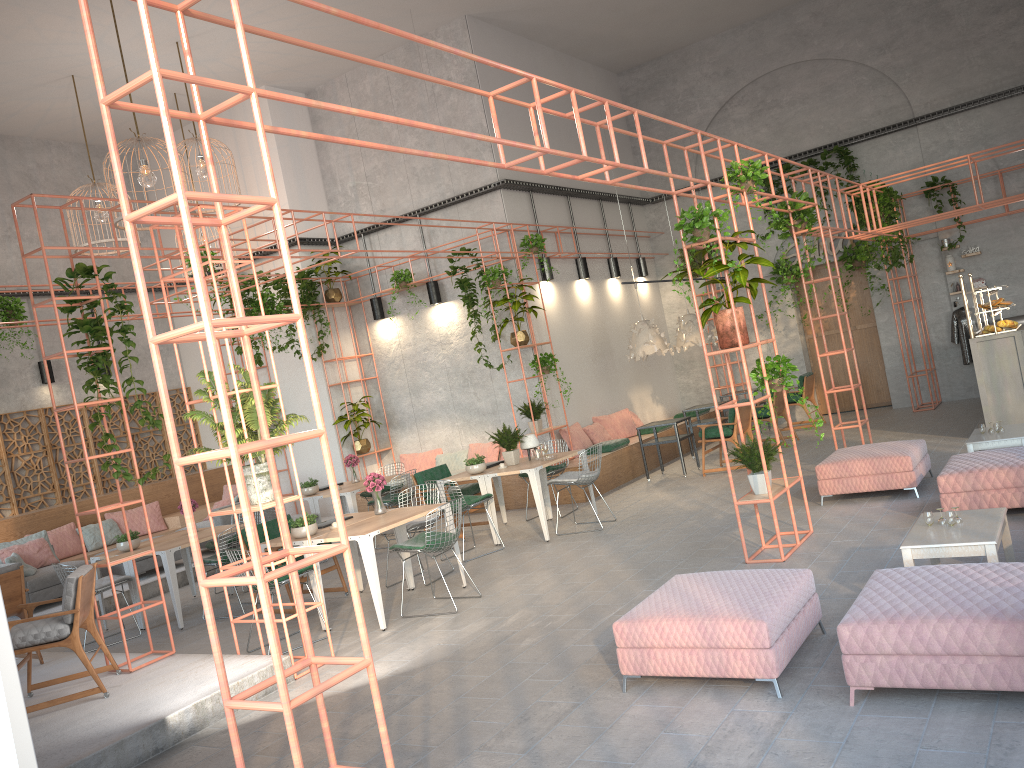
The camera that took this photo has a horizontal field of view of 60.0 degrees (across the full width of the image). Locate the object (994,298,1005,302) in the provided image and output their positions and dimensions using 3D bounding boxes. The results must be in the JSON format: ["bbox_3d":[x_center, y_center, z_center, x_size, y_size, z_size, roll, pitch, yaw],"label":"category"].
[{"bbox_3d":[6.024,-1.015,10.981,0.149,0.081,0.088,-11,1,18],"label":"object"}]

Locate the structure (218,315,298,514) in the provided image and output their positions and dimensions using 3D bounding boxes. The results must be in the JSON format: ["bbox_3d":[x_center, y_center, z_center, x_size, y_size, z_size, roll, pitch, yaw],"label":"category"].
[{"bbox_3d":[-4.361,0.615,15.145,0.624,3.596,0.424,-11,1,33],"label":"structure"}]

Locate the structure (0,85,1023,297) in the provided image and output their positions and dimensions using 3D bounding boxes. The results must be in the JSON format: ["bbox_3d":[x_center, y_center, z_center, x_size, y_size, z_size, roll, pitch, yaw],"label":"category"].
[{"bbox_3d":[-0.847,-2.780,10.869,15.603,0.110,15.203,-11,1,33],"label":"structure"}]

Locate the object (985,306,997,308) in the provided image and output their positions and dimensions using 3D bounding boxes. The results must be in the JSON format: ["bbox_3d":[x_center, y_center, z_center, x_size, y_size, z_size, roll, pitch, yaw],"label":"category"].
[{"bbox_3d":[5.885,-0.952,10.908,0.146,0.064,0.101,-11,1,29],"label":"object"}]

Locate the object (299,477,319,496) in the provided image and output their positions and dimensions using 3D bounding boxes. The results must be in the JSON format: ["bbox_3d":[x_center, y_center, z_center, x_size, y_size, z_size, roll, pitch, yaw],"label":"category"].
[{"bbox_3d":[-2.749,1.386,12.021,0.248,0.247,0.254,-11,1,33],"label":"object"}]

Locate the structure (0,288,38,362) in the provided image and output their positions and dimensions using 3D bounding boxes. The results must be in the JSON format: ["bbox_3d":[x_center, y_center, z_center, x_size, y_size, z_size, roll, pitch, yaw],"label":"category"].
[{"bbox_3d":[-7.580,-0.914,12.691,0.670,1.290,1.434,-11,1,33],"label":"structure"}]

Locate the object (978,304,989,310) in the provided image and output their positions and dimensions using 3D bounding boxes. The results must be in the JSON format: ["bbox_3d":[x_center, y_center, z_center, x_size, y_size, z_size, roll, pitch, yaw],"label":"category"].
[{"bbox_3d":[5.822,-0.953,10.959,0.111,0.092,0.098,-11,1,33],"label":"object"}]

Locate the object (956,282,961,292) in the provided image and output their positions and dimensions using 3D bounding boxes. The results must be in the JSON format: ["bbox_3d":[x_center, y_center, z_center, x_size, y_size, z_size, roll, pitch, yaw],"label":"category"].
[{"bbox_3d":[7.353,-1.601,14.619,0.063,0.151,0.063,-11,1,20],"label":"object"}]

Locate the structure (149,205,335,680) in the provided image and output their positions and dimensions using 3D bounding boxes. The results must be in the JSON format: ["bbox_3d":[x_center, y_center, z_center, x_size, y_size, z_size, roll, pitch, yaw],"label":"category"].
[{"bbox_3d":[-2.104,0.463,6.922,0.624,3.602,0.424,-11,1,33],"label":"structure"}]

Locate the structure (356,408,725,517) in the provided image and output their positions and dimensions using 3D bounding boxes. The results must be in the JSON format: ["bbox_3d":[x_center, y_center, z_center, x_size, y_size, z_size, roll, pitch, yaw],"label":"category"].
[{"bbox_3d":[0.733,1.371,15.717,4.386,0.500,5.831,-11,1,33],"label":"structure"}]

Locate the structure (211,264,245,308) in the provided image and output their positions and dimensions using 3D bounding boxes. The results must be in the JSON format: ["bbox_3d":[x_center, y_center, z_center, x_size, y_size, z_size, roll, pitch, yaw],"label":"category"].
[{"bbox_3d":[-4.843,-1.677,14.962,0.903,0.803,0.934,-11,1,5],"label":"structure"}]

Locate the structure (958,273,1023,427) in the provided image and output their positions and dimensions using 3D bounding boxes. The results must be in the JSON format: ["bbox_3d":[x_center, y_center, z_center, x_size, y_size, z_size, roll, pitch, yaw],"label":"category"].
[{"bbox_3d":[7.678,-0.763,11.637,2.579,2.022,4.057,-11,1,33],"label":"structure"}]

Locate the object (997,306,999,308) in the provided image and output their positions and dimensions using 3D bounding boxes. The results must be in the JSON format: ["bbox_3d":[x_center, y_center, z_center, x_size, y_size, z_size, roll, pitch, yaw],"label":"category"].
[{"bbox_3d":[5.953,-0.960,10.990,0.148,0.053,0.104,-11,1,32],"label":"object"}]

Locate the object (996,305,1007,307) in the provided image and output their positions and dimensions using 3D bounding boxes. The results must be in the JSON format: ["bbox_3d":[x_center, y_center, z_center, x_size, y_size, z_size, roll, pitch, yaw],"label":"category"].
[{"bbox_3d":[5.977,-0.963,10.858,0.151,0.052,0.097,-11,1,36],"label":"object"}]

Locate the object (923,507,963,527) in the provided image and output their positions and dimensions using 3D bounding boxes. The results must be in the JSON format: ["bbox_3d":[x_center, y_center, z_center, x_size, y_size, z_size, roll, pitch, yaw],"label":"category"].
[{"bbox_3d":[2.716,0.862,5.580,0.156,0.145,0.199,-12,1,-42],"label":"object"}]

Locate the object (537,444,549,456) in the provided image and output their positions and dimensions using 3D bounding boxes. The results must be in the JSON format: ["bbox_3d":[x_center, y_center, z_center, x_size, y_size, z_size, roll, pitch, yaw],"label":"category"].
[{"bbox_3d":[0.391,0.814,10.807,0.165,0.154,0.210,-11,1,23],"label":"object"}]

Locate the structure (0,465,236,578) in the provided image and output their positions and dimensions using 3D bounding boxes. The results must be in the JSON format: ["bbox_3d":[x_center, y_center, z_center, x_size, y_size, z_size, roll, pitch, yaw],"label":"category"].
[{"bbox_3d":[-6.584,2.379,11.739,3.396,1.111,9.152,-11,1,33],"label":"structure"}]

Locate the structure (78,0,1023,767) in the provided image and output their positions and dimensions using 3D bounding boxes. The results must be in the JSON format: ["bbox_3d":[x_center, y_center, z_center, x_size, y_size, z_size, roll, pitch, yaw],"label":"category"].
[{"bbox_3d":[4.182,-0.841,8.243,4.157,4.247,14.689,-11,1,33],"label":"structure"}]

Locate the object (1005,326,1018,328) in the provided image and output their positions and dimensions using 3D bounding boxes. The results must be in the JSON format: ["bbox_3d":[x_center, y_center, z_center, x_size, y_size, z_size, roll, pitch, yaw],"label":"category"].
[{"bbox_3d":[6.105,-0.725,10.925,0.090,0.110,0.232,-12,1,-36],"label":"object"}]

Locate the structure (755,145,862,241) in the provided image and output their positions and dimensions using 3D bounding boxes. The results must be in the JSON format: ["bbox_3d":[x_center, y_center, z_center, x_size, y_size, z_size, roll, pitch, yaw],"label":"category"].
[{"bbox_3d":[5.231,-3.275,15.742,1.939,1.514,0.856,-11,1,27],"label":"structure"}]

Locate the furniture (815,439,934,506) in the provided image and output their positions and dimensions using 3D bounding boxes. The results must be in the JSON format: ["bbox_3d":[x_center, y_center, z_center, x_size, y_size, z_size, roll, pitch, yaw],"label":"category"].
[{"bbox_3d":[3.702,0.876,9.068,0.941,0.446,0.976,-11,1,33],"label":"furniture"}]

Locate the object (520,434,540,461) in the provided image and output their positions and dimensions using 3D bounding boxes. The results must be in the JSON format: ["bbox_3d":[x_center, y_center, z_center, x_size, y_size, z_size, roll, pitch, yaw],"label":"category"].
[{"bbox_3d":[0.224,0.775,10.813,0.241,0.313,0.241,-12,1,-12],"label":"object"}]

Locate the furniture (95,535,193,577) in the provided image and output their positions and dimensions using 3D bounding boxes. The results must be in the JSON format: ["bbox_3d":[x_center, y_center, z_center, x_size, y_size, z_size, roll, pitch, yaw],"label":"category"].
[{"bbox_3d":[-5.094,2.406,12.333,0.941,0.446,0.975,-11,1,33],"label":"furniture"}]

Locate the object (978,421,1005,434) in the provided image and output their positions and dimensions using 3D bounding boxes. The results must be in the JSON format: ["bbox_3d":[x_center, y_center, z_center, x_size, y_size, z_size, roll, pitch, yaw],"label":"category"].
[{"bbox_3d":[4.617,0.444,8.531,0.156,0.145,0.199,-12,1,-42],"label":"object"}]

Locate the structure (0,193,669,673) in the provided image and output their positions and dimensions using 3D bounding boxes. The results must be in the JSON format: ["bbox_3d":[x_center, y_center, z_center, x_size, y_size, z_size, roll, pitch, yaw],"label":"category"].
[{"bbox_3d":[-1.258,-0.377,13.722,4.501,4.345,14.096,-11,1,32],"label":"structure"}]

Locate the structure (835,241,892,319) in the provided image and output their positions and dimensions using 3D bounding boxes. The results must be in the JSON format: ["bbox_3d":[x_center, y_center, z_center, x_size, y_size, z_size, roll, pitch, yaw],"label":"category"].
[{"bbox_3d":[6.125,-1.954,15.596,0.950,1.527,0.921,-11,1,32],"label":"structure"}]

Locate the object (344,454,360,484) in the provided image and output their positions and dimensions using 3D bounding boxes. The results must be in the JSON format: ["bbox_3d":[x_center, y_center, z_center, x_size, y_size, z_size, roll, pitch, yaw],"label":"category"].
[{"bbox_3d":[-2.247,1.193,12.526,0.213,0.414,0.225,-11,1,26],"label":"object"}]

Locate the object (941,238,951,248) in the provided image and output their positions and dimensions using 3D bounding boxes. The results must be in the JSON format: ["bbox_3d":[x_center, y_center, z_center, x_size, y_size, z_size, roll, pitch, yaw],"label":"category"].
[{"bbox_3d":[7.164,-2.324,14.636,0.133,0.145,0.133,-11,1,-5],"label":"object"}]

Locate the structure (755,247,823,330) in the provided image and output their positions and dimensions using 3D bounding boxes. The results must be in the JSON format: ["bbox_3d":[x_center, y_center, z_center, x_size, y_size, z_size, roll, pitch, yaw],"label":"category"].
[{"bbox_3d":[5.016,-1.759,16.287,0.950,1.527,0.921,-12,1,-23],"label":"structure"}]

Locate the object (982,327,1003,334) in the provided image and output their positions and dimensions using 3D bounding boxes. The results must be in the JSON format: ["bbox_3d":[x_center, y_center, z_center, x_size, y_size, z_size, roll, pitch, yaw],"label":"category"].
[{"bbox_3d":[5.969,-0.673,11.021,0.243,0.062,0.091,-11,1,27],"label":"object"}]

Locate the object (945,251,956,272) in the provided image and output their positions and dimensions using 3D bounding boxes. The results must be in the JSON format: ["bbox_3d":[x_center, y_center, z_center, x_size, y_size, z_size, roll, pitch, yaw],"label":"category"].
[{"bbox_3d":[7.233,-2.029,14.642,0.145,0.336,0.136,-12,1,-42],"label":"object"}]

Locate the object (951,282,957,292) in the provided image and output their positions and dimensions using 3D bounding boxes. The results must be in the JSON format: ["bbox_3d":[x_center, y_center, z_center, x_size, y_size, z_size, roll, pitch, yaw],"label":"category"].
[{"bbox_3d":[7.309,-1.599,14.672,0.092,0.164,0.055,-12,1,-38],"label":"object"}]

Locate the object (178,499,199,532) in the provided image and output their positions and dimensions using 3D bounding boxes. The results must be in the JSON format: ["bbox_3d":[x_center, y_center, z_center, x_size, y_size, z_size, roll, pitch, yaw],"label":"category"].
[{"bbox_3d":[-3.721,1.517,10.238,0.213,0.414,0.225,-11,1,26],"label":"object"}]

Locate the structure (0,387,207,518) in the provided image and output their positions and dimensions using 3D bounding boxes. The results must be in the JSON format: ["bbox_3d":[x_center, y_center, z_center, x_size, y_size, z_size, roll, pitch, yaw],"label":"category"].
[{"bbox_3d":[-8.000,1.581,12.896,0.132,2.103,9.782,-11,1,33],"label":"structure"}]

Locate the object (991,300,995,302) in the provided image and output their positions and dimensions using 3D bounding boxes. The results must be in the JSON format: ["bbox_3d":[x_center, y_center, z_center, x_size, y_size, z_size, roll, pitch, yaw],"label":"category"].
[{"bbox_3d":[5.966,-0.994,11.037,0.135,0.090,0.084,-11,1,30],"label":"object"}]

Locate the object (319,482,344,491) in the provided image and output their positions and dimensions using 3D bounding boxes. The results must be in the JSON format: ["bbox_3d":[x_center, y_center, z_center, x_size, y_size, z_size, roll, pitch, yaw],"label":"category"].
[{"bbox_3d":[-2.627,1.464,12.571,0.268,0.031,0.427,-11,1,33],"label":"object"}]

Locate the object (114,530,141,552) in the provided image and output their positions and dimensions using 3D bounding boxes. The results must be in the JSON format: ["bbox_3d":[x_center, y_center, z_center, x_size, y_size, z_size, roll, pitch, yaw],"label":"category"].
[{"bbox_3d":[-4.220,1.709,9.739,0.247,0.247,0.252,-11,1,33],"label":"object"}]

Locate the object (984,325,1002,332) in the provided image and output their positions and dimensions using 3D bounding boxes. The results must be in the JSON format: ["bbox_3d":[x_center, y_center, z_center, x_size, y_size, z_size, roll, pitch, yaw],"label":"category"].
[{"bbox_3d":[5.934,-0.684,10.947,0.089,0.095,0.237,-12,1,-22],"label":"object"}]

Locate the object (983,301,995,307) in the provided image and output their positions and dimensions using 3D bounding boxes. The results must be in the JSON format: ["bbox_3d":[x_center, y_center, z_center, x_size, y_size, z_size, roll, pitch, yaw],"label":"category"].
[{"bbox_3d":[5.844,-0.978,10.873,0.093,0.050,0.138,-12,1,-41],"label":"object"}]

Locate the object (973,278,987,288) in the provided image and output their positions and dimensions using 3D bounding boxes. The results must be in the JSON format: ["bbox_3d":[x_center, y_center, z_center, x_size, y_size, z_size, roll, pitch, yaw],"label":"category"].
[{"bbox_3d":[7.605,-1.643,14.461,0.219,0.149,0.129,-11,1,33],"label":"object"}]

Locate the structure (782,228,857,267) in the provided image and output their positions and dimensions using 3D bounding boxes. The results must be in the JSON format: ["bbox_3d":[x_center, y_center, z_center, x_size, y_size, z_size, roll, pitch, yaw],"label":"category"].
[{"bbox_3d":[5.449,-2.465,15.843,1.312,0.505,0.063,-11,1,33],"label":"structure"}]

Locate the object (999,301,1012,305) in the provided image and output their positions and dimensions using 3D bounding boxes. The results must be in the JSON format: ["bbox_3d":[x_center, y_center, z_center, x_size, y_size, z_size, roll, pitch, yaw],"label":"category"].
[{"bbox_3d":[6.001,-0.987,10.791,0.152,0.058,0.095,-11,1,24],"label":"object"}]

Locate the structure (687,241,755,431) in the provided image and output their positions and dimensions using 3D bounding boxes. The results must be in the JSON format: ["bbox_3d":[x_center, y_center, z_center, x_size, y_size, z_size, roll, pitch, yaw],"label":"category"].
[{"bbox_3d":[3.956,-0.872,16.749,0.630,3.597,0.430,-11,1,33],"label":"structure"}]

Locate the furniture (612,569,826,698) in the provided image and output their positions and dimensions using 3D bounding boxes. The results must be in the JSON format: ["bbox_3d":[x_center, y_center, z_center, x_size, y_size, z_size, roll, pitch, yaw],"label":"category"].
[{"bbox_3d":[1.228,1.419,5.229,0.941,0.446,0.976,-11,1,33],"label":"furniture"}]

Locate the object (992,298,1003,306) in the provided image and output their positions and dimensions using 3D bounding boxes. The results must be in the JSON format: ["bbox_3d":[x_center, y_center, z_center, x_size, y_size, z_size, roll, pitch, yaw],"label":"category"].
[{"bbox_3d":[5.918,-1.000,10.819,0.142,0.087,0.094,-11,1,41],"label":"object"}]

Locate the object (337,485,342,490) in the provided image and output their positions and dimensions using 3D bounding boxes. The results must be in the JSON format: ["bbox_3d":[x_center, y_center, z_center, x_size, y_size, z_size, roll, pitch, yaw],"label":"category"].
[{"bbox_3d":[-2.356,1.397,11.958,0.115,0.078,0.115,-11,1,39],"label":"object"}]

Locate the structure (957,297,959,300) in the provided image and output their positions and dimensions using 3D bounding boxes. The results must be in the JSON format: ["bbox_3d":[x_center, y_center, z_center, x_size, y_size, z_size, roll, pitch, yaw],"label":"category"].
[{"bbox_3d":[7.394,-1.420,14.704,0.066,0.044,0.019,-11,1,33],"label":"structure"}]

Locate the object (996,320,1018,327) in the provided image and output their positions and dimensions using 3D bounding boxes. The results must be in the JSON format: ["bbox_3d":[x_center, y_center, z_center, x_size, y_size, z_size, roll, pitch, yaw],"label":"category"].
[{"bbox_3d":[6.059,-0.739,10.847,0.240,0.104,0.073,-11,1,15],"label":"object"}]
